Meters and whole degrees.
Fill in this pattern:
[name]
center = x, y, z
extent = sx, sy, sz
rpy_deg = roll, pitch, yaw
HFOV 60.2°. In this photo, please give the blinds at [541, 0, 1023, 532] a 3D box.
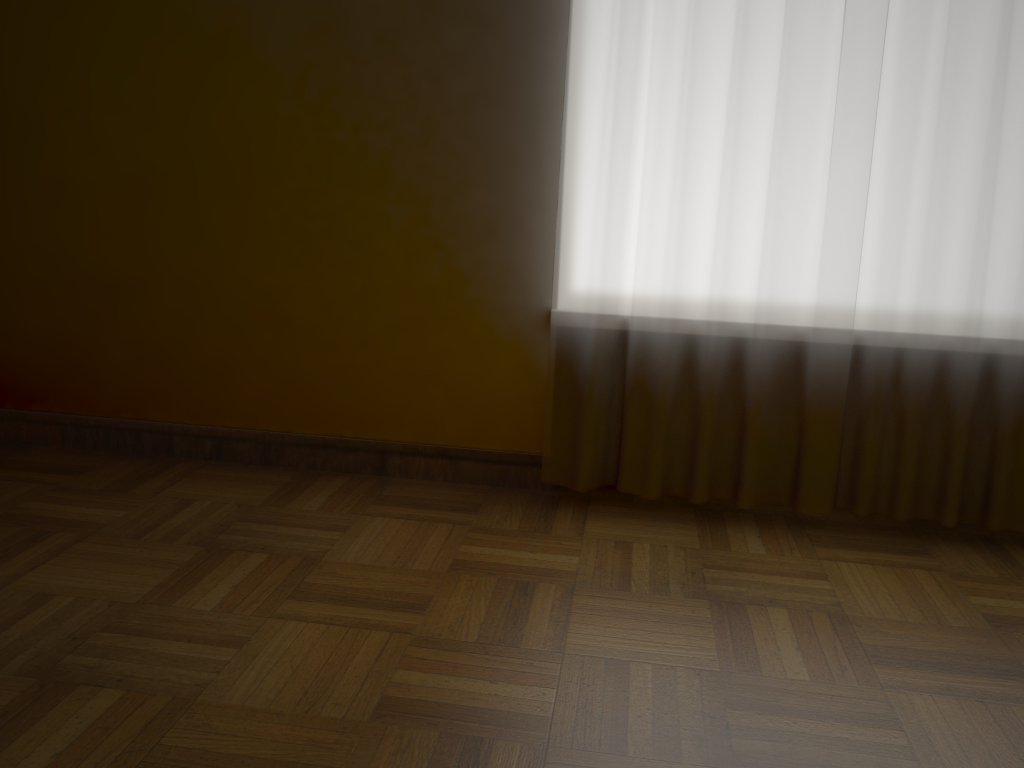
[blinds]
center = 1.206, -0.783, 1.928
extent = 2.197, 2.264, 0.093
rpy_deg = 4, 7, 8
